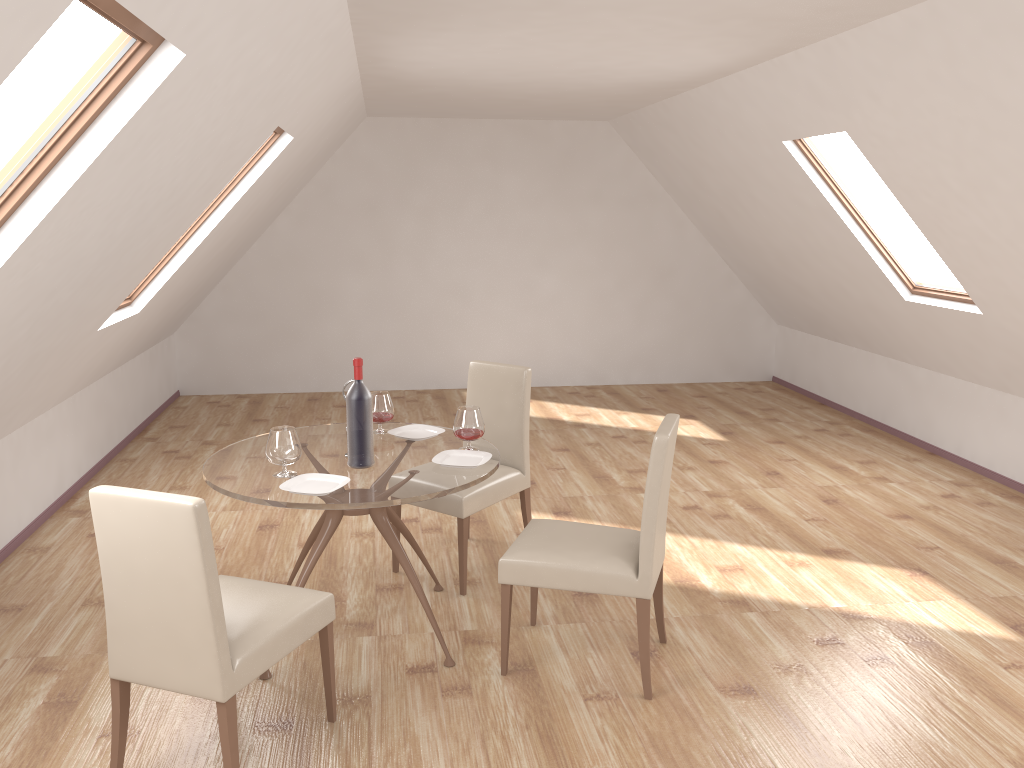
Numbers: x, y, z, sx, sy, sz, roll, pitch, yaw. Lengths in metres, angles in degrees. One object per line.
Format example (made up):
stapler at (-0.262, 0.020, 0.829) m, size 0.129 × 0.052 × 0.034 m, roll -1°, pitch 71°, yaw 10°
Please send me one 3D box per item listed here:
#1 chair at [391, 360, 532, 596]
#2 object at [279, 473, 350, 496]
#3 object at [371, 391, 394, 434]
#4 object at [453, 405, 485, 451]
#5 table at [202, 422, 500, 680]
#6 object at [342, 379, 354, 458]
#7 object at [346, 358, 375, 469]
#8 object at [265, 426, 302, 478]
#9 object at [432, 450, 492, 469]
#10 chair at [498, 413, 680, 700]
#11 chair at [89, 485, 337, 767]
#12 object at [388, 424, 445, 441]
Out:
chair at (-0.231, 0.429, 4.419) m, size 0.477 × 0.999 × 0.618 m, roll 8°, pitch 14°, yaw 36°
object at (-0.720, 0.373, 3.250) m, size 0.228 × 0.020 × 0.228 m, roll 4°, pitch 12°, yaw 17°
object at (-0.606, 0.130, 4.052) m, size 0.136 × 0.183 × 0.136 m, roll -6°, pitch 13°, yaw -29°
object at (-0.182, 0.190, 3.760) m, size 0.136 × 0.183 × 0.136 m, roll -6°, pitch 13°, yaw -29°
table at (-0.649, 0.676, 3.747) m, size 1.198 × 0.770 × 1.198 m, roll 3°, pitch 12°, yaw 12°
object at (-0.646, 0.140, 3.641) m, size 0.096 × 0.322 × 0.086 m, roll 11°, pitch 16°, yaw 44°
object at (-0.600, 0.113, 3.488) m, size 0.109 × 0.435 × 0.109 m, roll -2°, pitch 12°, yaw -12°
object at (-0.875, 0.259, 3.400) m, size 0.136 × 0.183 × 0.136 m, roll 4°, pitch 12°, yaw 18°
object at (-0.201, 0.307, 3.587) m, size 0.228 × 0.020 × 0.228 m, roll 3°, pitch 12°, yaw 14°
chair at (0.309, 0.618, 3.483) m, size 0.618 × 0.999 × 0.477 m, roll 4°, pitch 12°, yaw 16°
chair at (-0.935, 0.741, 2.844) m, size 0.477 × 0.999 × 0.618 m, roll 4°, pitch 12°, yaw 19°
object at (-0.431, 0.223, 4.005) m, size 0.228 × 0.020 × 0.228 m, roll 9°, pitch 14°, yaw 36°
